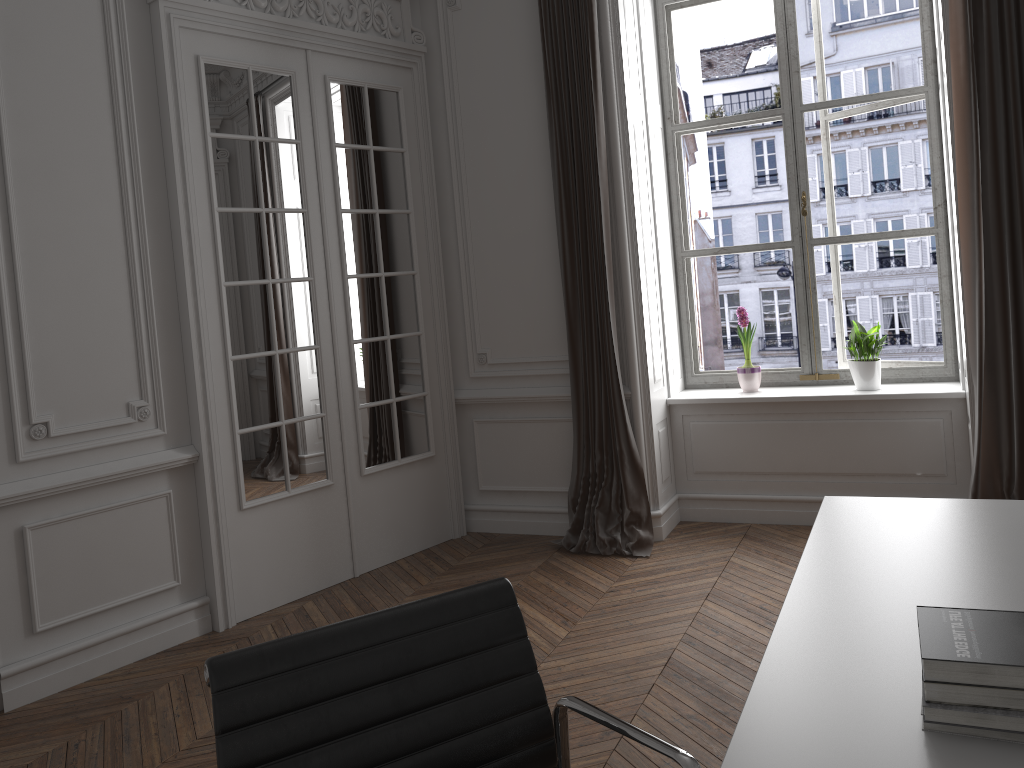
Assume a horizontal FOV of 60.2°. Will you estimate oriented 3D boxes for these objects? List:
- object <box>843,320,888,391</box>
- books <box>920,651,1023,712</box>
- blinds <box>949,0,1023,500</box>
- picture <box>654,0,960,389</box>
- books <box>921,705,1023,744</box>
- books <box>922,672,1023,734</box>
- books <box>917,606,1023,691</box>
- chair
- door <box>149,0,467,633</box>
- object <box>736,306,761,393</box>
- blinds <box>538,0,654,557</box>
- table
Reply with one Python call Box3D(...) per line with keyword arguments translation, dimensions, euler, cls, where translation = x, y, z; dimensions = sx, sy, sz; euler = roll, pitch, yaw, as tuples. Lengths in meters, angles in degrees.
Box3D(translation=(1.845, -0.157, 4.598), dimensions=(0.215, 0.368, 0.285), euler=(-5, 3, 3), cls="object")
Box3D(translation=(0.691, 0.389, 1.207), dimensions=(0.239, 0.028, 0.192), euler=(-2, 7, 23), cls="books")
Box3D(translation=(2.079, -0.760, 3.672), dimensions=(0.776, 3.094, 0.344), euler=(-4, 2, 19), cls="blinds")
Box3D(translation=(0.093, -0.968, 1.447), dimensions=(13.181, 4.791, 13.320), euler=(-3, 6, 17), cls="picture")
Box3D(translation=(0.698, 0.436, 1.213), dimensions=(0.241, 0.022, 0.192), euler=(-2, 7, 27), cls="books")
Box3D(translation=(0.700, 0.415, 1.201), dimensions=(0.258, 0.022, 0.213), euler=(-2, 7, 25), cls="books")
Box3D(translation=(0.696, 0.359, 1.201), dimensions=(0.258, 0.032, 0.192), euler=(-2, 7, 23), cls="books")
Box3D(translation=(-0.034, 0.814, 1.087), dimensions=(0.697, 0.921, 0.667), euler=(-8, 4, -39), cls="chair")
Box3D(translation=(-0.910, -0.381, 4.408), dimensions=(0.085, 2.729, 1.573), euler=(-3, 3, 41), cls="door")
Box3D(translation=(1.302, -0.194, 4.889), dimensions=(0.129, 0.475, 0.129), euler=(-5, 2, -15), cls="object")
Box3D(translation=(0.344, -0.705, 4.518), dimensions=(0.579, 3.095, 0.311), euler=(-4, 2, 30), cls="blinds")
Box3D(translation=(0.739, 0.840, 1.031), dimensions=(0.898, 0.746, 2.639), euler=(-3, 6, 25), cls="table")
